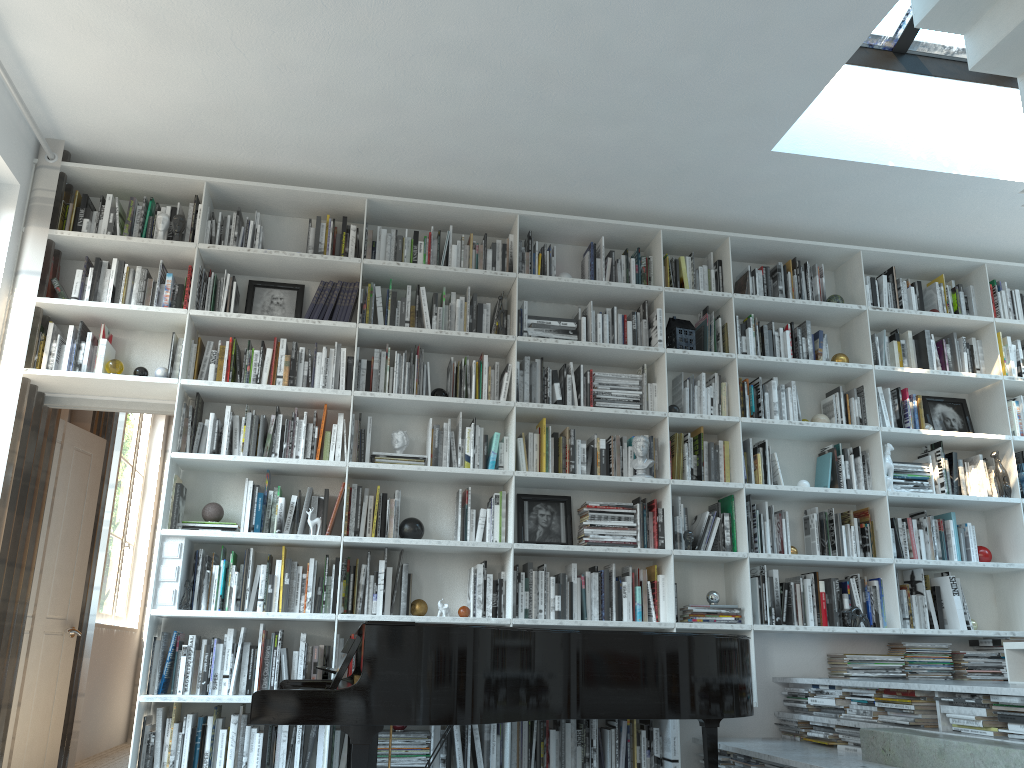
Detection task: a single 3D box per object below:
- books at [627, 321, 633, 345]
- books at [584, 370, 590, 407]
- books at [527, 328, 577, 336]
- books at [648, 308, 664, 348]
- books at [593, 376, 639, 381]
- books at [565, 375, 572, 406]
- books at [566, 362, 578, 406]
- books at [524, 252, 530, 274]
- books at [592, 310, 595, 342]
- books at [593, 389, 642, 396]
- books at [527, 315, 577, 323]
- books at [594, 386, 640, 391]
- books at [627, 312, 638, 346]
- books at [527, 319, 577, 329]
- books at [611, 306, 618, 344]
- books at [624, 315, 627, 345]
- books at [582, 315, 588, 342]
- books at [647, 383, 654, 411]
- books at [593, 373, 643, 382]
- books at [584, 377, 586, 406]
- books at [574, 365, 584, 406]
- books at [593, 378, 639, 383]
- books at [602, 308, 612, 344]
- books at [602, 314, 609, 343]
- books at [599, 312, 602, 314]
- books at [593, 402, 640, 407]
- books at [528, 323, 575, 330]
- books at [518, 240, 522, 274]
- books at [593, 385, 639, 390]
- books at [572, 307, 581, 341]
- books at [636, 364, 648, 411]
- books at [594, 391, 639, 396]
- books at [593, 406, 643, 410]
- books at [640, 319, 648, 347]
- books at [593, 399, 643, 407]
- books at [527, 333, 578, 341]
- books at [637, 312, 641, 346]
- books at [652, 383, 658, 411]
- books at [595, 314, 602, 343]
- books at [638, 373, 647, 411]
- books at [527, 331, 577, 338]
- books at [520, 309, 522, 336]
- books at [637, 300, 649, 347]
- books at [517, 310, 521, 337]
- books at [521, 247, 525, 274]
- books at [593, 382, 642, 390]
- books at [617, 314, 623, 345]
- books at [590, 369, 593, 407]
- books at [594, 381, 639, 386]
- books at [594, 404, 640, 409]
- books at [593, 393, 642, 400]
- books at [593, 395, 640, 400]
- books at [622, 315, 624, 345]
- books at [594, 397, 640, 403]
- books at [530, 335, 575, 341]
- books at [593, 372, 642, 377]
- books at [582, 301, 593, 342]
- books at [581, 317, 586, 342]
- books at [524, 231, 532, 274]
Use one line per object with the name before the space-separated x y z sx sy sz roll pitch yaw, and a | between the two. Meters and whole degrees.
books | 0.650 -0.242 5.079 0.029 0.187 0.176 4 -17 -10
books | 0.405 0.066 4.946 0.015 0.244 0.183 4 -17 -10
books | 0.213 -0.273 5.012 0.285 0.024 0.160 3 -17 -5
books | 0.802 -0.270 5.059 0.037 0.236 0.273 4 -17 -10
books | 0.571 -0.006 5.015 0.254 0.012 0.161 4 -18 -10
books | 0.301 0.073 4.928 0.024 0.216 0.148 4 -17 -10
books | 0.328 0.041 4.946 0.049 0.290 0.162 4 -17 -10
books | 0.072 -0.635 5.090 0.026 0.194 0.167 4 -17 -10
books | 0.441 -0.278 5.056 0.021 0.237 0.172 4 -17 -10
books | 0.571 0.064 4.987 0.285 0.012 0.160 3 -17 -7
books | 0.212 -0.339 5.044 0.285 0.024 0.160 4 -18 -10
books | 0.572 0.052 4.991 0.254 0.012 0.161 5 -18 -13
books | 0.680 -0.268 5.092 0.032 0.247 0.174 4 -17 -10
books | 0.213 -0.317 5.033 0.285 0.024 0.160 3 -17 -8
books | 0.568 -0.284 5.083 0.023 0.268 0.185 4 -17 -10
books | 0.629 -0.262 5.085 0.012 0.229 0.159 4 -17 -10
books | 0.403 -0.266 5.072 0.024 0.222 0.129 4 -17 -10
books | 0.757 0.116 5.009 0.029 0.198 0.172 4 -17 -10
books | 0.574 -0.021 5.008 0.285 0.012 0.160 6 -18 -15
books | 0.384 0.081 4.947 0.024 0.215 0.133 4 -17 -10
books | 0.365 0.050 4.936 0.021 0.268 0.192 4 -17 -10
books | 0.572 0.005 5.007 0.254 0.012 0.161 3 -17 -8
books | 0.539 -0.282 5.098 0.029 0.272 0.141 4 -17 -10
books | 0.514 -0.264 5.067 0.028 0.218 0.184 4 -17 -10
books | 0.492 -0.275 5.076 0.012 0.243 0.132 4 -17 -10
books | 0.570 0.134 4.971 0.254 0.012 0.161 4 -18 -11
books | 0.213 -0.295 5.021 0.254 0.025 0.161 5 -18 -14
books | 0.025 -0.668 5.084 0.026 0.252 0.186 4 -17 -10
books | 0.571 0.041 4.996 0.254 0.012 0.161 3 -17 -8
books | 0.366 -0.291 5.046 0.012 0.253 0.161 4 -17 -10
books | 0.737 0.058 5.025 0.012 0.318 0.140 4 -17 -10
books | 0.570 0.076 4.988 0.254 0.012 0.161 4 -18 -9
books | 0.569 0.158 4.964 0.285 0.012 0.160 4 -18 -9
books | 0.737 -0.242 5.097 0.029 0.202 0.192 4 -17 -10
books | 0.571 0.121 4.970 0.285 0.012 0.160 5 -18 -13
books | 0.210 -0.243 5.007 0.285 0.012 0.160 5 -18 -13
books | 0.707 -0.268 5.114 0.029 0.260 0.133 4 -17 -10
books | 0.785 0.117 5.021 0.030 0.204 0.159 4 -17 -10
books | 0.475 -0.266 5.057 0.027 0.215 0.190 4 -17 -10
books | 0.727 0.083 4.999 0.012 0.253 0.161 4 -17 -10
books | 0.210 -0.254 5.013 0.285 0.012 0.160 5 -18 -12
books | 0.037 -0.296 4.989 0.013 0.217 0.141 4 -17 -10
books | 0.757 -0.301 5.128 0.012 0.333 0.156 4 -17 -10
books | 0.019 -0.293 4.971 0.027 0.201 0.168 4 -17 -10
books | 0.046 -0.649 5.102 0.023 0.227 0.157 4 -17 -10
books | 0.571 0.030 5.002 0.285 0.012 0.160 4 -18 -11
books | 0.592 -0.263 5.072 0.023 0.222 0.191 4 -17 -10
books | 0.421 0.063 4.937 0.013 0.246 0.177 4 -17 -10
books | 0.573 0.016 4.997 0.254 0.012 0.161 3 -17 -5
books | 0.569 0.146 4.969 0.254 0.012 0.161 4 -18 -10
books | 0.570 0.088 4.985 0.285 0.012 0.160 4 -18 -9
books | 0.571 0.099 4.979 0.254 0.012 0.161 5 -18 -12
books | 0.617 -0.261 5.089 0.010 0.229 0.153 4 -17 -10
books | 0.570 0.110 4.976 0.254 0.012 0.161 3 -17 -8
books | 0.210 -0.231 5.004 0.254 0.012 0.161 5 -18 -13
books | 0.572 -0.030 5.018 0.285 0.012 0.160 3 -17 -8
books | 0.429 -0.306 5.045 0.011 0.283 0.190 4 -17 -10
books | 0.384 -0.259 5.035 0.025 0.187 0.194 4 -17 -10
books | 0.090 -0.700 5.127 0.014 0.340 0.145 4 -17 -10
